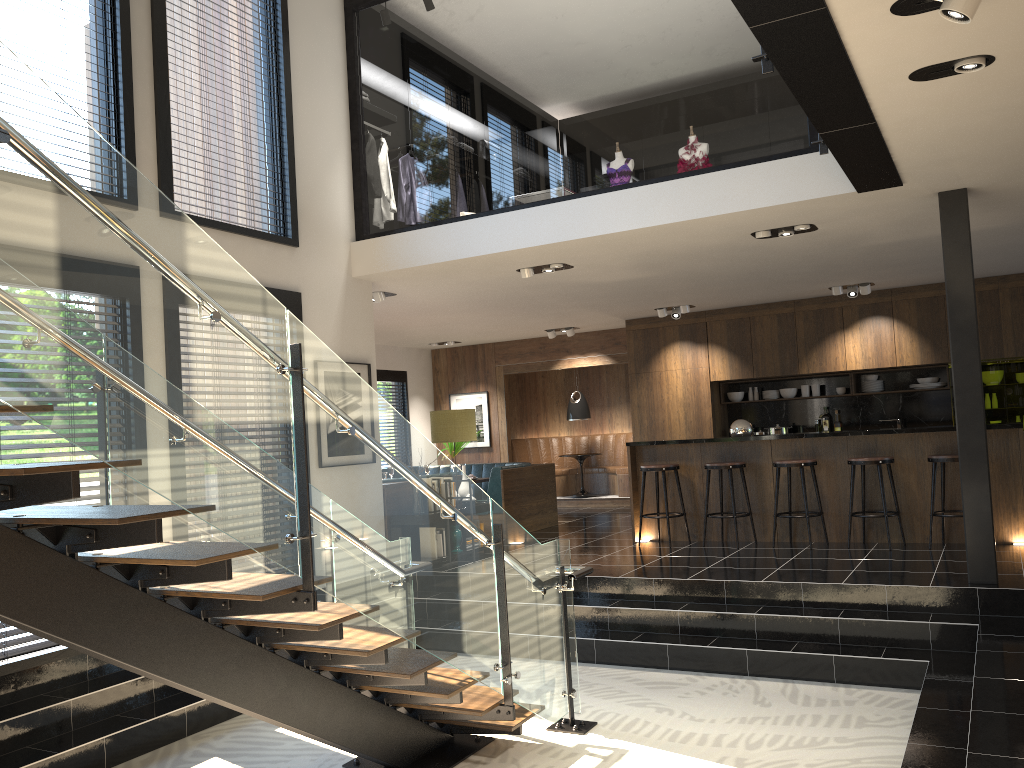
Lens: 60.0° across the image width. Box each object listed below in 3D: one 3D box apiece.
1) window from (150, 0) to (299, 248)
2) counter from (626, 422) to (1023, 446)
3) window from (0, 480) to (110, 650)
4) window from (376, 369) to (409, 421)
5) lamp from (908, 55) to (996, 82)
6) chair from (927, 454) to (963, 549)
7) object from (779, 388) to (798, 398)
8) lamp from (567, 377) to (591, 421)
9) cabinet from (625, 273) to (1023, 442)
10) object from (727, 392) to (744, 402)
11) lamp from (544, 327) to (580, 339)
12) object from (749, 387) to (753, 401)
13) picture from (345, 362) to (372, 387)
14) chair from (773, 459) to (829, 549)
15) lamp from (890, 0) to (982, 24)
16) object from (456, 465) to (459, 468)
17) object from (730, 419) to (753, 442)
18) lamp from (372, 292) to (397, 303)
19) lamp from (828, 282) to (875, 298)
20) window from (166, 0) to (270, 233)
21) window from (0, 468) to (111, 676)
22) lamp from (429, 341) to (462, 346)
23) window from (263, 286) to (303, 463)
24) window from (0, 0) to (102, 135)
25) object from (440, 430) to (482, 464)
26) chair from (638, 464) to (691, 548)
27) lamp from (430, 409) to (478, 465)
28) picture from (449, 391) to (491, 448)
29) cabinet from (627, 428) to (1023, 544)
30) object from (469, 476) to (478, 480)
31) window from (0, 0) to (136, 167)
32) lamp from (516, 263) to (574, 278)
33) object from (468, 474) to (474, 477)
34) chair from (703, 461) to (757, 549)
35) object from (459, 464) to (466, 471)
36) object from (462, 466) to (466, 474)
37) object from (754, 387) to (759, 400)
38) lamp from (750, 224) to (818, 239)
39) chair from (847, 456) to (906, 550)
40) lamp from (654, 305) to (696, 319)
[{"bbox_3d":[-2.338,-2.378,6.949,0.358,2.474,1.393,-5,-3,29],"label":"window"},{"bbox_3d":[2.911,0.496,8.635,3.575,0.041,0.698,-5,-4,29],"label":"counter"},{"bbox_3d":[-3.024,0.439,5.427,0.005,2.296,1.313,-5,-3,29],"label":"window"},{"bbox_3d":[-2.139,0.933,13.793,0.312,2.372,1.505,-5,-3,29],"label":"window"},{"bbox_3d":[1.936,-1.450,3.918,0.346,0.158,0.195,-5,-3,29],"label":"lamp"},{"bbox_3d":[3.817,1.008,7.626,0.413,0.799,0.412,-5,-3,38],"label":"chair"},{"bbox_3d":[3.730,0.133,11.948,0.234,0.138,0.234,-1,-4,-42],"label":"object"},{"bbox_3d":[1.028,0.085,14.014,0.389,0.973,0.389,-2,-3,-18],"label":"lamp"},{"bbox_3d":[4.890,0.189,11.125,6.896,2.688,0.869,-5,-3,29],"label":"cabinet"},{"bbox_3d":[3.104,0.186,12.290,0.234,0.138,0.234,-5,-3,31],"label":"object"},{"bbox_3d":[0.745,-0.823,13.161,0.502,0.280,0.349,-5,-3,29],"label":"lamp"},{"bbox_3d":[3.283,0.140,12.193,0.060,0.185,0.060,-2,-3,-30],"label":"object"},{"bbox_3d":[-1.462,0.261,7.797,0.028,0.911,0.748,-5,-3,29],"label":"picture"},{"bbox_3d":[2.661,1.110,8.258,0.413,0.799,0.412,-5,-3,38],"label":"chair"},{"bbox_3d":[1.565,-1.422,3.236,0.346,0.247,0.195,-5,-3,29],"label":"lamp"},{"bbox_3d":[-0.686,1.082,10.814,0.098,0.191,0.098,-5,-3,26],"label":"object"},{"bbox_3d":[2.271,0.463,8.775,0.227,0.228,0.227,-3,-3,-11],"label":"object"},{"bbox_3d":[-1.455,-0.937,9.142,0.502,0.248,0.349,-5,-3,29],"label":"lamp"},{"bbox_3d":[3.996,-1.161,10.438,0.502,0.280,0.349,-5,-3,29],"label":"lamp"},{"bbox_3d":[-2.397,-2.372,6.989,0.005,2.296,1.221,-5,-3,29],"label":"window"},{"bbox_3d":[-2.966,0.433,5.386,0.358,2.474,1.498,-5,-3,29],"label":"window"},{"bbox_3d":[-1.071,-0.697,14.154,0.502,0.213,0.349,-5,-3,29],"label":"lamp"},{"bbox_3d":[-2.175,0.468,6.829,0.358,2.474,1.393,-5,-3,29],"label":"window"},{"bbox_3d":[-3.158,-2.406,5.599,0.005,2.296,1.221,-5,-3,29],"label":"window"},{"bbox_3d":[-0.827,1.336,14.169,0.818,1.381,0.956,-3,-3,-14],"label":"object"},{"bbox_3d":[1.506,1.211,8.890,0.413,0.799,0.412,-5,-3,38],"label":"chair"},{"bbox_3d":[-0.597,0.968,8.217,0.637,1.444,0.437,-1,-3,-36],"label":"lamp"},{"bbox_3d":[-0.700,0.600,14.652,0.749,0.911,0.028,-5,-3,29],"label":"picture"},{"bbox_3d":[2.943,1.013,8.612,3.565,0.993,0.698,-5,-3,29],"label":"cabinet"},{"bbox_3d":[-0.533,1.140,10.746,0.269,0.051,0.324,-5,-4,32],"label":"object"},{"bbox_3d":[-3.100,-2.412,5.558,0.358,2.474,1.393,-5,-3,29],"label":"window"},{"bbox_3d":[0.303,-1.100,8.181,0.502,0.231,0.349,-5,-3,29],"label":"lamp"},{"bbox_3d":[-0.596,1.167,11.167,0.325,0.051,0.269,-5,-4,32],"label":"object"},{"bbox_3d":[2.083,1.160,8.574,0.413,0.799,0.412,-5,-3,38],"label":"chair"},{"bbox_3d":[-0.611,1.088,11.009,0.098,0.191,0.098,-5,-3,26],"label":"object"},{"bbox_3d":[-0.523,1.043,9.114,0.319,0.397,0.316,-3,-3,5],"label":"object"},{"bbox_3d":[3.349,0.134,12.157,0.060,0.185,0.060,-3,-2,-3],"label":"object"},{"bbox_3d":[2.191,-1.284,7.148,0.502,0.194,0.349,-5,-3,29],"label":"lamp"},{"bbox_3d":[3.239,1.059,7.942,0.413,0.799,0.412,-5,-3,38],"label":"chair"},{"bbox_3d":[2.107,-0.988,11.471,0.502,0.294,0.349,-5,-3,29],"label":"lamp"}]
